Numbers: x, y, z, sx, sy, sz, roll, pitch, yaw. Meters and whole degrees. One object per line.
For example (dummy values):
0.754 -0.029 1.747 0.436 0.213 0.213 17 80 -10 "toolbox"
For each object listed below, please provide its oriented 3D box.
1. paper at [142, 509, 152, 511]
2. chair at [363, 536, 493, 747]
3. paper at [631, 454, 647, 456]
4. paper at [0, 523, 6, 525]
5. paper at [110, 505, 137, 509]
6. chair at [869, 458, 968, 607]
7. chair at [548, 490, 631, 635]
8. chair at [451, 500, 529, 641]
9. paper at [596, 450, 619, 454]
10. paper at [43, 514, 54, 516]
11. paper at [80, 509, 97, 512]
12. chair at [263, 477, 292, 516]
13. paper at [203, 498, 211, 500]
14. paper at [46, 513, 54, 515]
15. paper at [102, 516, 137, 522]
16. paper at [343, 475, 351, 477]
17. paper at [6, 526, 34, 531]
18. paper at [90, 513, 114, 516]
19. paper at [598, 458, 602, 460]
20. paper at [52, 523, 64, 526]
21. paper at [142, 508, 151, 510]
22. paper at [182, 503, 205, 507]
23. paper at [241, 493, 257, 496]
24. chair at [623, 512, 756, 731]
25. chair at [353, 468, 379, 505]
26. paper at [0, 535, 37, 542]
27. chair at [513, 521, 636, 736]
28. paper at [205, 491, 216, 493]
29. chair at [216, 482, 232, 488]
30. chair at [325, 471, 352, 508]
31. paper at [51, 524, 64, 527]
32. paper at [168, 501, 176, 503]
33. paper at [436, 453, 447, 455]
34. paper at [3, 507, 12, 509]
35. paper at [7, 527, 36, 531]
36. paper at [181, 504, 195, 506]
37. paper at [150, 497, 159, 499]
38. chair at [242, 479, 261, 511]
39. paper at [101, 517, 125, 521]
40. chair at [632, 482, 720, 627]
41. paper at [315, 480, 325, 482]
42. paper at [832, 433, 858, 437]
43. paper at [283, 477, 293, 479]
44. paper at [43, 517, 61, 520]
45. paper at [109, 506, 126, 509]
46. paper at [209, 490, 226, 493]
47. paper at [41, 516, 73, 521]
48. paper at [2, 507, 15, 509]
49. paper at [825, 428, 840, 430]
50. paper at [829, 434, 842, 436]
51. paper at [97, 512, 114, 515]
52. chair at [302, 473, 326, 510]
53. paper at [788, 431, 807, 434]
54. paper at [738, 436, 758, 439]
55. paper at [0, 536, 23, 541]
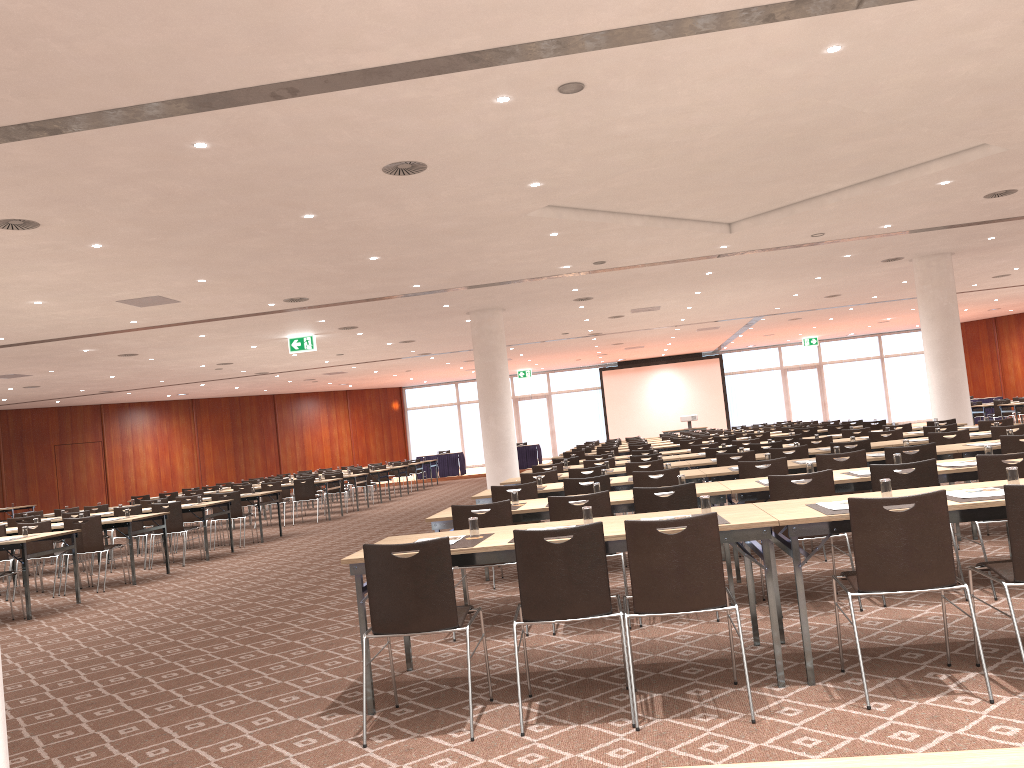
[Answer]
-5.658 1.941 13.685 0.460 0.003 0.565 -6 -3 5 "paper"
-0.450 1.236 4.472 0.536 0.939 0.614 -6 -3 7 "chair"
2.120 1.184 14.784 0.283 0.006 0.398 -6 -3 7 "paper"
-7.878 2.189 13.953 0.460 0.003 0.565 -6 -3 8 "paper"
-7.001 2.206 15.872 0.460 0.003 0.565 -6 -3 8 "paper"
2.727 0.999 6.169 0.536 0.939 0.614 -6 -3 8 "chair"
0.533 1.241 6.364 0.536 0.939 0.614 -6 -3 7 "chair"
-0.151 1.319 6.484 0.536 0.939 0.614 -6 -3 8 "chair"
1.968 1.402 18.263 0.460 0.003 0.565 -6 -3 6 "paper"
-8.265 2.347 16.020 0.460 0.003 0.565 -6 -3 9 "paper"
-7.603 2.272 15.924 0.460 0.003 0.565 -6 -3 8 "paper"
-6.056 2.866 22.746 0.536 0.939 0.614 -6 -3 4 "chair"
-5.392 2.024 15.641 0.460 0.003 0.565 -6 -3 8 "paper"
-8.331 2.353 16.069 0.283 0.006 0.398 -6 -3 6 "paper"
-5.259 1.781 11.618 0.460 0.003 0.565 -6 -3 6 "paper"
-4.035 2.189 21.026 0.460 0.003 0.565 -7 -3 10 "paper"
-6.571 1.927 11.839 0.283 0.006 0.398 -6 -3 7 "paper"
-6.251 2.005 13.726 0.460 0.003 0.565 -6 -3 7 "paper"
1.486 1.254 14.857 0.283 0.006 0.398 -6 -3 7 "paper"
-5.935 1.856 11.755 0.283 0.006 0.398 -6 -3 7 "paper"
-5.665 1.941 13.750 0.283 0.006 0.398 -6 -3 7 "paper"
-4.999 1.867 13.612 0.460 0.003 0.565 -6 -3 6 "paper"
-4.748 1.954 15.592 0.460 0.003 0.565 -6 -3 4 "paper"
0.813 1.094 4.315 0.536 0.939 0.614 -6 -3 6 "chair"
-3.762 2.617 22.602 0.536 0.939 0.614 -6 -3 5 "chair"
-5.519 1.696 9.648 0.460 0.003 0.565 -6 -3 3 "paper"
0.282 1.156 4.416 0.536 0.939 0.614 -6 -3 4 "chair"
-6.604 2.360 19.375 0.283 0.006 0.398 -6 -3 7 "paper"
-7.375 3.022 23.051 0.536 0.939 0.614 -6 -3 9 "chair"
-4.457 2.687 22.547 0.536 0.939 0.614 -6 -3 4 "chair"
-5.877 1.850 11.700 0.460 0.003 0.565 -6 -3 9 "paper"
-6.077 2.103 15.834 0.283 0.006 0.398 -6 -3 8 "paper"
-2.529 2.557 32.489 0.460 0.003 0.565 -6 -3 7 "paper"
-13.908 3.409 24.324 0.283 0.006 0.398 -7 -3 10 "paper"
-6.511 1.922 11.788 0.460 0.003 0.565 -6 -3 9 "paper"
-5.018 1.868 13.666 0.283 0.006 0.398 -6 -3 7 "paper"
-7.810 2.497 19.491 0.460 0.003 0.565 -6 -3 8 "paper"
-6.666 2.939 22.903 0.536 0.939 0.614 -6 -3 9 "chair"
-5.276 1.781 11.657 0.283 0.006 0.398 -6 -3 6 "paper"
1.130 1.176 6.325 0.536 0.939 0.614 -6 -3 8 "chair"
-4.300 2.104 19.053 0.460 0.003 0.565 -6 -3 8 "paper"
5.365 0.821 14.326 0.460 0.003 0.565 -6 -3 8 "paper"
-6.436 2.687 25.337 0.460 0.003 0.565 -6 -3 7 "paper"
-7.261 2.119 13.936 0.283 0.006 0.398 -6 -3 8 "paper"
-7.031 2.209 15.930 0.283 0.006 0.398 -6 -3 9 "paper"
-6.512 2.353 19.340 0.460 0.003 0.565 -6 -3 8 "paper"
-7.222 2.116 13.885 0.460 0.003 0.565 -7 -3 10 "paper"
-13.853 3.404 24.271 0.460 0.003 0.565 -6 -3 6 "paper"
6.423 0.903 17.773 0.283 0.006 0.398 -6 -3 4 "paper"
5.295 0.829 14.398 0.283 0.006 0.398 -6 -3 7 "paper"
-6.303 2.013 13.833 0.283 0.006 0.398 -6 -3 8 "paper"
-5.065 2.760 22.704 0.536 0.939 0.614 -6 -3 7 "chair"
5.822 0.972 17.804 0.460 0.003 0.565 -6 -3 7 "paper"
4.829 1.081 17.900 0.460 0.003 0.565 -6 -3 8 "paper"
-5.557 1.699 9.702 0.283 0.006 0.398 -6 -3 5 "paper"
